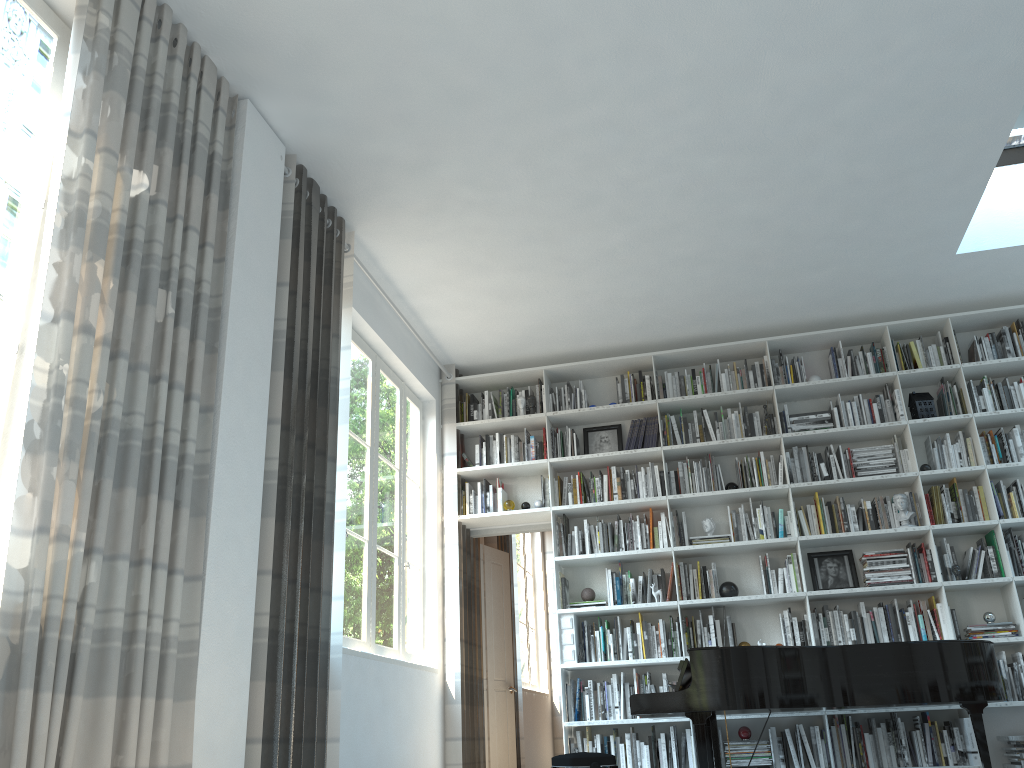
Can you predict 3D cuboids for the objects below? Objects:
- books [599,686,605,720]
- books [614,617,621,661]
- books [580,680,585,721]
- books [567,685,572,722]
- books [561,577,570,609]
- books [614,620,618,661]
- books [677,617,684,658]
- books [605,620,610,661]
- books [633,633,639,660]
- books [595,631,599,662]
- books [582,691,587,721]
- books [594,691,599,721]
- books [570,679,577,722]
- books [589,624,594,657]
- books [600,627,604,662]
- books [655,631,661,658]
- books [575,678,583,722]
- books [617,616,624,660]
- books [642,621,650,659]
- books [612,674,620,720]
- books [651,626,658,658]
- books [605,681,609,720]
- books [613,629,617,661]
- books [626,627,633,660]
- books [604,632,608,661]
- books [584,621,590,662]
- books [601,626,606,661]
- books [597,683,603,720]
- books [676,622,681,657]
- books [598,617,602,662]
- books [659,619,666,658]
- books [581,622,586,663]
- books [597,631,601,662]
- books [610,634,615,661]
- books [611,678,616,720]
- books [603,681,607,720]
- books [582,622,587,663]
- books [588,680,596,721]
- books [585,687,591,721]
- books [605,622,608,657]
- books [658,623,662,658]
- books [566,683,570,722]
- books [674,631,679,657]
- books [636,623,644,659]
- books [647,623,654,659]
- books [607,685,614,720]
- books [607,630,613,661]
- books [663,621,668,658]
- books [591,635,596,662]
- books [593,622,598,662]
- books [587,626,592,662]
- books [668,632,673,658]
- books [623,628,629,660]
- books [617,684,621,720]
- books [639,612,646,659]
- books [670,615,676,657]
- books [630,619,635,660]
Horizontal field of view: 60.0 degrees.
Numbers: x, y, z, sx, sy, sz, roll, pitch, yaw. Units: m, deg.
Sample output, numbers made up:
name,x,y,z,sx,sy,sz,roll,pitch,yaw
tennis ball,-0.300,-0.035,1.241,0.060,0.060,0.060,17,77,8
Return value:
name,x,y,z,sx,sy,sz,roll,pitch,yaw
books,0.632,2.195,6.088,0.028,0.222,0.189,-7,-22,11
books,0.749,1.797,6.210,0.019,0.299,0.180,-7,-22,11
books,0.498,2.198,6.147,0.010,0.272,0.150,-7,-22,11
books,0.416,2.219,6.146,0.029,0.238,0.155,-7,-22,11
books,0.388,1.535,6.422,0.028,0.242,0.157,-7,-22,11
books,0.744,1.812,6.246,0.009,0.298,0.142,-7,-22,11
books,1.175,1.765,6.149,0.024,0.279,0.136,-7,-22,11
books,0.681,1.811,6.220,0.007,0.285,0.183,-7,-22,11
books,0.871,1.838,6.167,0.029,0.181,0.191,-7,-22,11
books,0.610,1.860,6.242,0.015,0.217,0.177,-7,-22,11
books,0.517,2.231,6.130,0.024,0.197,0.149,-7,-22,11
books,0.593,2.222,6.121,0.025,0.199,0.137,-7,-22,11
books,0.431,2.193,6.134,0.011,0.276,0.190,-7,-22,11
books,0.570,1.839,6.248,0.007,0.263,0.177,-7,-22,11
books,0.643,1.842,6.234,0.014,0.242,0.171,-7,-22,11
books,1.023,1.822,6.159,0.023,0.193,0.140,-7,-22,11
books,0.463,2.190,6.137,0.052,0.282,0.173,-7,-22,11
books,0.767,1.797,6.219,0.012,0.305,0.190,-7,-22,11
books,0.940,1.793,6.167,0.028,0.259,0.182,-7,-22,11
books,0.724,2.157,6.105,0.027,0.298,0.143,-7,-22,11
books,0.998,1.808,6.168,0.025,0.228,0.153,-7,-22,11
books,0.662,2.177,6.085,0.010,0.251,0.178,-7,-22,11
books,0.733,1.845,6.234,0.016,0.229,0.137,-7,-22,11
books,0.831,1.825,6.194,0.027,0.229,0.159,-7,-22,11
books,0.670,1.860,6.239,0.016,0.210,0.146,-7,-22,11
books,0.540,1.833,6.270,0.014,0.293,0.172,-7,-22,11
books,0.651,1.835,6.219,0.009,0.243,0.185,-7,-22,12
books,0.615,2.199,6.128,0.022,0.247,0.134,-7,-22,11
books,1.154,1.778,6.125,0.010,0.239,0.175,-7,-22,11
books,0.632,1.811,6.251,0.006,0.313,0.146,-7,-22,11
books,1.049,1.777,6.146,0.021,0.264,0.186,-7,-22,11
books,0.516,1.844,6.282,0.008,0.284,0.160,-7,-22,11
books,0.622,1.854,6.227,0.015,0.216,0.180,-7,-22,11
books,0.710,1.854,6.198,0.016,0.188,0.184,-7,-22,11
books,0.707,2.174,6.110,0.013,0.272,0.146,-7,-22,11
books,0.652,2.178,6.092,0.013,0.256,0.190,-7,-22,11
books,0.527,1.840,6.279,0.016,0.288,0.153,-7,-22,11
books,0.560,2.187,6.119,0.029,0.265,0.172,-7,-22,11
books,0.534,2.209,6.110,0.022,0.219,0.188,-7,-22,11
books,0.679,1.825,6.241,0.009,0.276,0.158,-7,-22,11
books,1.037,1.794,6.161,0.010,0.245,0.160,-7,-22,11
books,0.399,2.220,6.165,0.012,0.253,0.161,-7,-22,11
books,1.145,1.814,6.142,0.023,0.186,0.131,-7,-22,11
books,0.898,1.805,6.184,0.026,0.253,0.177,-7,-22,11
books,0.969,1.796,6.163,0.028,0.248,0.159,-7,-22,11
books,0.683,2.190,6.089,0.028,0.228,0.158,-7,-22,11
books,0.695,1.843,6.211,0.015,0.218,0.191,-7,-22,11
books,1.069,1.784,6.158,0.013,0.259,0.143,-7,-22,11
books,0.581,1.866,6.217,0.019,0.188,0.194,-7,-22,11
books,0.596,1.830,6.249,0.008,0.278,0.165,-7,-22,12
books,0.561,1.851,6.267,0.022,0.256,0.142,-7,-22,11
books,1.097,1.817,6.138,0.041,0.180,0.142,-7,-22,11
books,0.800,1.835,6.216,0.045,0.229,0.138,-7,-22,11
books,0.745,2.186,6.091,0.012,0.231,0.149,-7,-22,11
books,0.917,1.770,6.190,0.021,0.321,0.172,-7,-22,11
books,1.117,1.758,6.134,0.014,0.285,0.180,-7,-22,11
books,0.850,1.798,6.198,0.014,0.281,0.151,-7,-22,11
